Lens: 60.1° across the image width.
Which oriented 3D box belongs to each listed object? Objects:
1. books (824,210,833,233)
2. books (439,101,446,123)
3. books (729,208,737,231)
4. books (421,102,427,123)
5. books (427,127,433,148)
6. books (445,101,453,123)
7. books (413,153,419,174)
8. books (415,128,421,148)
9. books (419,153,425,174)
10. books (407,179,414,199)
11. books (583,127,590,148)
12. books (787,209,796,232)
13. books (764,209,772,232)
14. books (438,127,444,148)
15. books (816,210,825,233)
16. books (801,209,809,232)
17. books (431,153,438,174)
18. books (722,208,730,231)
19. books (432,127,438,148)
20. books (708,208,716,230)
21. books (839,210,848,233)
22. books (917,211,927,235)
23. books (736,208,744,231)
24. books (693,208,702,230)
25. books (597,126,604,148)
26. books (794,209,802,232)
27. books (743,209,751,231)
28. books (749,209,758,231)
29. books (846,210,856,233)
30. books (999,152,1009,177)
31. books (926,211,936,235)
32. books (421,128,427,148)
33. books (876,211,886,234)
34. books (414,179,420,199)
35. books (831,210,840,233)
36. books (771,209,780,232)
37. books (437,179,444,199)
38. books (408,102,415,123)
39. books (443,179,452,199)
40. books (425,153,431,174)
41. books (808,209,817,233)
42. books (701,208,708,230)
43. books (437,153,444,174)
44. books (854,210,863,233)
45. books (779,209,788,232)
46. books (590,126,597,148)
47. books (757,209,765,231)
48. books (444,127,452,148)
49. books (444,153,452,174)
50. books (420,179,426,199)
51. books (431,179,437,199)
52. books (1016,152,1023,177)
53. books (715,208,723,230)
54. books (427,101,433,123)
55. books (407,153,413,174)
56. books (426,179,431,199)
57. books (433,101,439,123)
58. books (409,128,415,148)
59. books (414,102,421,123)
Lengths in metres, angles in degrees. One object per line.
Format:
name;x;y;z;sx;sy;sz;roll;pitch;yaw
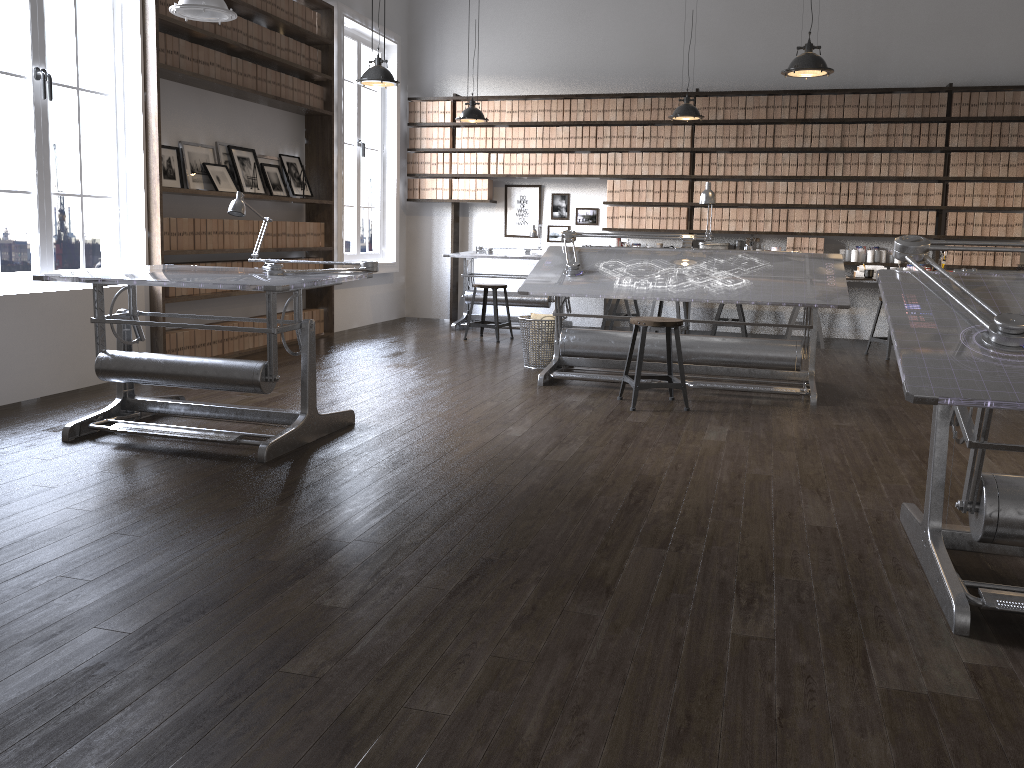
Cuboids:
books;3.108;-1.600;8.719;0.067;0.224;0.175;3;8;16
books;-0.738;-2.963;9.677;0.067;0.224;0.175;3;8;16
books;2.240;-1.662;8.960;0.067;0.224;0.175;3;8;16
books;-0.939;-2.978;9.736;0.067;0.224;0.175;3;8;16
books;-0.878;-2.700;9.751;0.067;0.224;0.175;3;8;16
books;-0.668;-2.958;9.659;0.067;0.224;0.175;3;8;16
books;-1.035;-2.441;9.828;0.067;0.224;0.175;3;8;16
books;-1.009;-2.709;9.785;0.067;0.224;0.175;3;8;16
books;-0.967;-2.436;9.809;0.067;0.224;0.175;3;8;16
books;-1.101;-2.172;9.878;0.067;0.224;0.175;3;8;16
books;0.793;-2.573;9.281;0.067;0.224;0.175;3;8;16
books;2.778;-1.623;8.811;0.067;0.224;0.175;3;8;16
books;2.565;-1.638;8.867;0.067;0.224;0.175;3;8;16
books;-0.749;-2.690;9.716;0.067;0.224;0.175;3;8;16
books;3.040;-1.604;8.734;0.067;0.224;0.175;3;8;16
books;2.900;-1.613;8.770;0.067;0.224;0.175;3;8;16
books;-0.830;-2.426;9.771;0.067;0.224;0.175;3;8;16
books;2.170;-1.667;8.978;0.067;0.224;0.175;3;8;16
books;-0.815;-2.694;9.729;0.067;0.224;0.175;3;8;16
books;2.037;-1.677;9.022;0.067;0.224;0.175;3;8;16
books;3.241;-1.589;8.675;0.067;0.224;0.175;3;8;16
books;3.920;-1.540;8.483;0.067;0.224;0.175;3;8;16
books;2.301;-1.658;8.945;0.067;0.224;0.175;3;8;16
books;1.898;-1.686;9.053;0.067;0.224;0.175;3;8;16
books;0.936;-2.563;9.241;0.067;0.224;0.175;3;8;16
books;2.840;-1.618;8.791;0.067;0.224;0.175;3;8;16
books;2.364;-1.652;8.922;0.067;0.224;0.175;3;8;16
books;2.430;-1.648;8.909;0.067;0.224;0.175;3;8;16
books;3.311;-1.584;8.657;0.067;0.224;0.175;3;8;16
books;4.561;-2.034;8.240;0.067;0.224;0.175;3;8;16
books;3.996;-1.535;8.463;0.067;0.224;0.175;3;8;16
books;-0.939;-2.704;9.767;0.067;0.224;0.175;3;8;16
books;3.570;-1.566;8.587;0.067;0.224;0.175;3;8;16
books;-1.031;-2.166;9.853;0.067;0.224;0.175;3;8;16
books;3.175;-1.594;8.698;0.067;0.224;0.175;3;8;16
books;2.635;-1.634;8.852;0.067;0.224;0.175;3;8;16
books;-0.767;-2.146;9.777;0.067;0.224;0.175;3;8;16
books;-1.079;-2.987;9.772;0.067;0.224;0.175;3;8;16
books;-0.696;-2.142;9.760;0.067;0.224;0.175;3;8;16
books;-0.900;-2.430;9.785;0.067;0.224;0.175;3;8;16
books;2.969;-1.608;8.750;0.067;0.224;0.175;3;8;16
books;1.969;-1.681;9.037;0.067;0.224;0.175;3;8;16
books;-0.760;-2.420;9.745;0.067;0.224;0.175;3;8;16
books;3.372;-1.580;8.642;0.067;0.224;0.175;3;8;16
books;2.706;-1.628;8.826;0.067;0.224;0.175;3;8;16
books;0.863;-2.567;9.256;0.067;0.224;0.175;3;8;16
books;2.498;-1.644;8.890;0.067;0.224;0.175;3;8;16
books;-0.680;-2.686;9.697;0.067;0.224;0.175;3;8;16
books;-0.687;-2.416;9.730;0.067;0.224;0.175;3;8;16
books;-0.958;-2.161;9.838;0.067;0.224;0.175;3;8;16
books;-0.836;-2.151;9.796;0.067;0.224;0.175;3;8;16
books;4.692;-2.025;8.207;0.067;0.224;0.175;3;8;16
books;2.104;-1.672;9.001;0.067;0.224;0.175;3;8;16
books;-0.871;-2.973;9.721;0.067;0.224;0.175;3;8;16
books;-1.101;-2.445;9.840;0.067;0.224;0.175;3;8;16
books;-0.896;-2.157;9.818;0.067;0.224;0.175;3;8;16
books;-0.805;-2.968;9.700;0.067;0.224;0.175;3;8;16
books;-1.075;-2.714;9.808;0.067;0.224;0.175;3;8;16
books;-1.010;-2.982;9.752;0.067;0.224;0.175;3;8;16
